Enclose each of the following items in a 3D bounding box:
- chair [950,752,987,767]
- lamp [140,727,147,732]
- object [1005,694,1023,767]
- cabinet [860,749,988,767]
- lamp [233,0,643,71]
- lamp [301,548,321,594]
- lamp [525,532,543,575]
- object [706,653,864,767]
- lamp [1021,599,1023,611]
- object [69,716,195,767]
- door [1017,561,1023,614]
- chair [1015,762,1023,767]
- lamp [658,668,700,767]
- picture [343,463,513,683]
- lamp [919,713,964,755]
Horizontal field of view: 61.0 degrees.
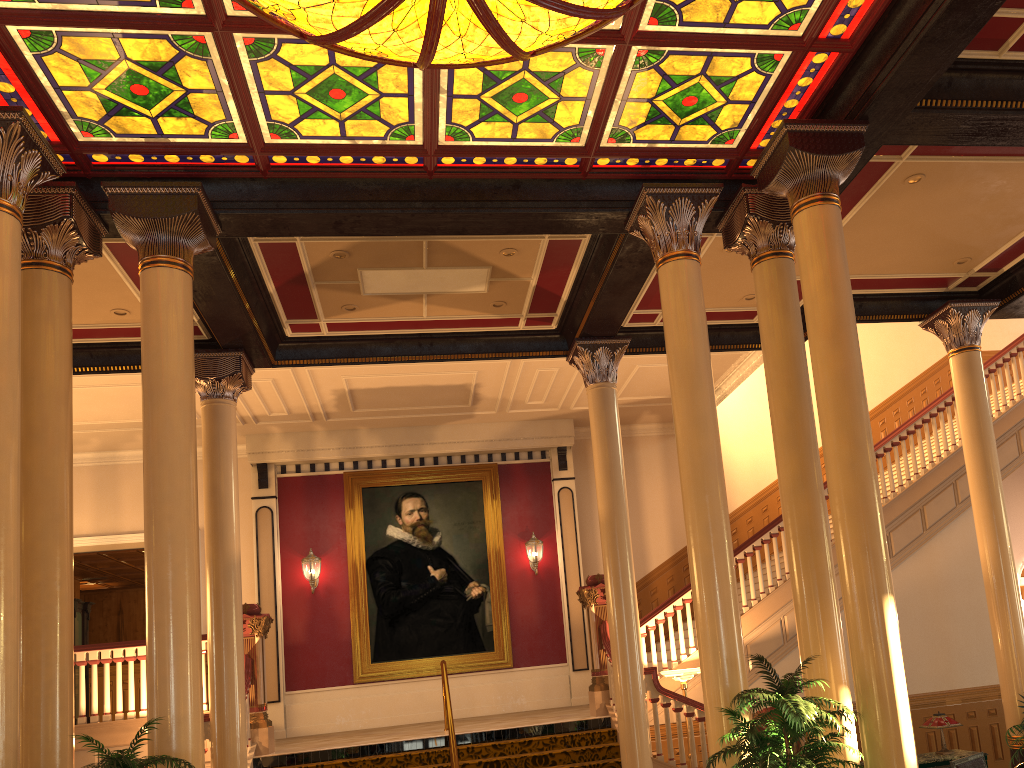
[{"bbox_3d":[4.682,4.007,8.250,0.712,0.895,0.637,4,-15,-38],"label":"chair"},{"bbox_3d":[-3.621,4.632,9.220,0.597,1.959,0.579,-1,-10,-27],"label":"lamp"},{"bbox_3d":[5.668,3.893,9.006,0.973,1.397,1.189,-10,-13,19],"label":"object"},{"bbox_3d":[4.299,4.343,9.067,1.267,0.845,0.561,-3,-12,-10],"label":"cabinet"},{"bbox_3d":[-0.336,-2.322,4.146,3.030,0.585,3.072,-2,-18,-11],"label":"lamp"},{"bbox_3d":[-3.174,2.970,13.803,0.321,0.711,0.402,-4,-11,-9],"label":"lamp"},{"bbox_3d":[0.377,2.824,14.469,0.321,0.711,0.402,-4,-11,-9],"label":"lamp"},{"bbox_3d":[1.896,2.869,5.843,1.059,2.094,1.085,-14,-14,39],"label":"object"},{"bbox_3d":[9.367,4.223,16.112,0.271,0.484,0.378,-4,-12,-8],"label":"lamp"},{"bbox_3d":[-2.207,3.032,5.044,1.104,2.095,1.042,-2,-11,-20],"label":"object"},{"bbox_3d":[10.325,4.846,16.463,1.490,3.387,0.204,-4,-9,-11],"label":"door"},{"bbox_3d":[4.190,3.558,7.017,0.734,1.069,0.773,-7,-12,6],"label":"chair"},{"bbox_3d":[2.124,4.398,10.306,0.574,1.959,0.602,-7,-9,9],"label":"lamp"},{"bbox_3d":[-1.377,3.043,14.272,2.572,3.362,0.056,-3,-9,-11],"label":"picture"},{"bbox_3d":[4.579,3.724,9.259,0.323,0.408,0.325,-3,-13,-12],"label":"lamp"}]
